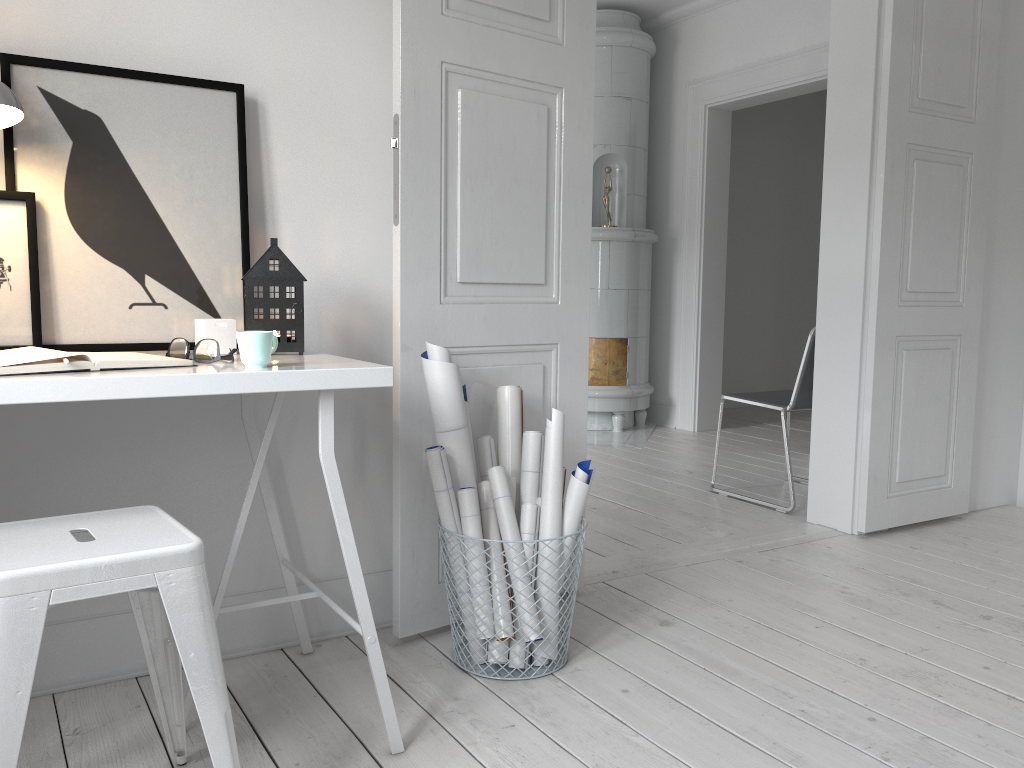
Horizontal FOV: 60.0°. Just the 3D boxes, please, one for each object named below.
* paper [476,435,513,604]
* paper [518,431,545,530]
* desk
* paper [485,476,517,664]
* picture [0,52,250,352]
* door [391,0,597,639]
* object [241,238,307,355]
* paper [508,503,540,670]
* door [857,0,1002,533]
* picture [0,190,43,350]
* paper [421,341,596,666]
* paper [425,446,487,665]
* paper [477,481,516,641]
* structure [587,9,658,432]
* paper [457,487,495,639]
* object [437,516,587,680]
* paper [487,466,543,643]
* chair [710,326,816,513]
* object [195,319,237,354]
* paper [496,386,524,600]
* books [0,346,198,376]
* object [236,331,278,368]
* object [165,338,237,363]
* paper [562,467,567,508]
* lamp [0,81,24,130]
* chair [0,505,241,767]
[{"bbox_3d":[-0.040,0.411,2.304,0.047,0.542,0.200,-2,6,-27],"label":"paper"},{"bbox_3d":[0.043,0.400,2.307,0.060,0.553,0.153,2,6,14],"label":"paper"},{"bbox_3d":[-0.853,0.346,1.677,1.163,0.776,0.641,-3,7,-31],"label":"desk"},{"bbox_3d":[-0.026,0.459,2.223,0.054,0.431,0.253,1,6,5],"label":"paper"},{"bbox_3d":[-0.831,-0.380,1.955,0.493,0.614,0.062,-3,7,-31],"label":"picture"},{"bbox_3d":[-0.034,-0.519,2.393,0.678,2.325,0.034,-4,7,-40],"label":"door"},{"bbox_3d":[-0.518,-0.190,1.933,0.135,0.248,0.135,-1,6,-15],"label":"object"},{"bbox_3d":[0.031,0.493,2.226,0.078,0.389,0.234,1,6,-1],"label":"paper"},{"bbox_3d":[1.634,-0.605,3.443,0.666,2.325,0.034,-3,7,-31],"label":"door"},{"bbox_3d":[-1.091,-0.223,1.767,0.261,0.333,0.062,-3,7,-31],"label":"picture"},{"bbox_3d":[-0.013,0.289,2.236,0.431,0.793,0.181,2,6,12],"label":"paper"},{"bbox_3d":[-0.130,0.419,2.167,0.166,0.546,0.046,0,6,-8],"label":"paper"},{"bbox_3d":[-0.041,0.433,2.195,0.047,0.358,0.239,-1,6,-17],"label":"paper"},{"bbox_3d":[0.605,-1.075,6.067,0.788,2.742,0.788,6,8,41],"label":"structure"},{"bbox_3d":[-0.086,0.432,2.149,0.047,0.360,0.129,-4,8,-42],"label":"paper"},{"bbox_3d":[-0.002,0.514,2.232,0.375,0.350,0.374,-2,7,-29],"label":"object"},{"bbox_3d":[0.007,0.415,2.189,0.049,0.403,0.244,-2,7,-29],"label":"paper"},{"bbox_3d":[1.295,0.120,4.055,0.562,0.797,0.525,-3,7,-31],"label":"chair"},{"bbox_3d":[-0.641,-0.103,1.919,0.065,0.073,0.078,-3,7,-35],"label":"object"},{"bbox_3d":[-0.001,0.340,2.360,0.073,0.669,0.181,0,6,-9],"label":"paper"},{"bbox_3d":[-0.772,-0.044,1.550,0.291,0.029,0.358,7,8,45],"label":"books"},{"bbox_3d":[-0.454,-0.062,1.596,0.082,0.065,0.064,-3,7,-32],"label":"object"},{"bbox_3d":[-0.578,-0.065,1.703,0.133,0.047,0.114,-5,8,-43],"label":"object"},{"bbox_3d":[0.095,0.446,2.329,0.057,0.464,0.123,4,7,31],"label":"paper"},{"bbox_3d":[-1.174,-0.338,1.561,0.568,0.745,0.164,-3,7,-35],"label":"lamp"},{"bbox_3d":[-0.679,0.498,1.420,0.407,0.527,0.409,-3,7,-36],"label":"chair"}]
